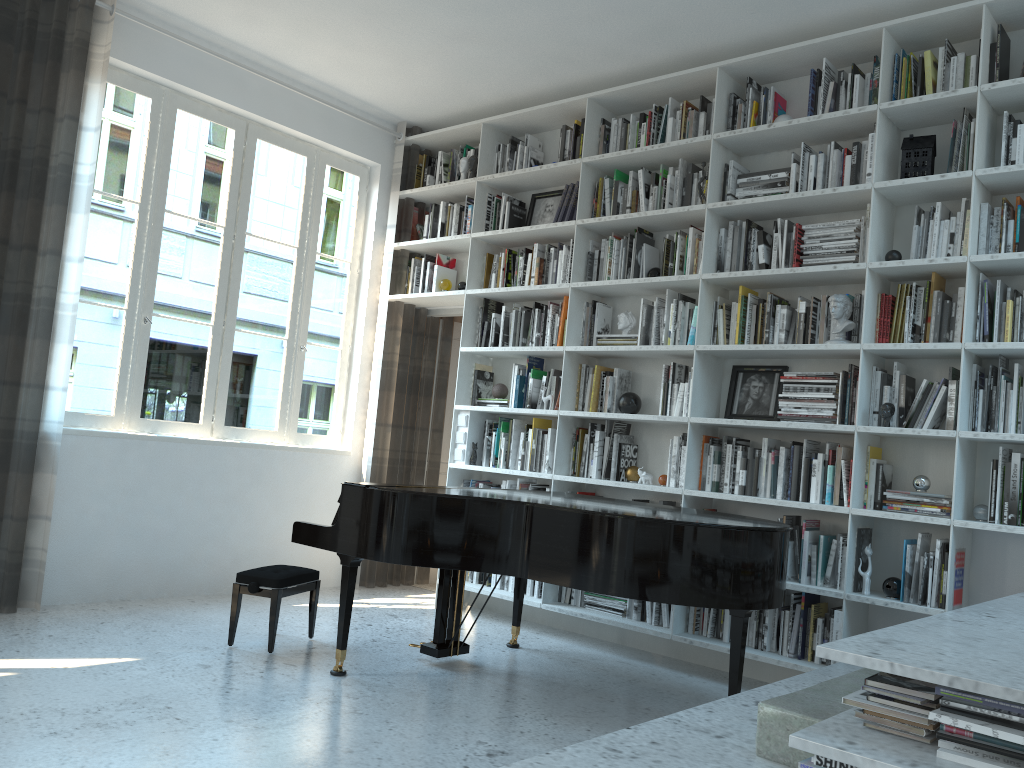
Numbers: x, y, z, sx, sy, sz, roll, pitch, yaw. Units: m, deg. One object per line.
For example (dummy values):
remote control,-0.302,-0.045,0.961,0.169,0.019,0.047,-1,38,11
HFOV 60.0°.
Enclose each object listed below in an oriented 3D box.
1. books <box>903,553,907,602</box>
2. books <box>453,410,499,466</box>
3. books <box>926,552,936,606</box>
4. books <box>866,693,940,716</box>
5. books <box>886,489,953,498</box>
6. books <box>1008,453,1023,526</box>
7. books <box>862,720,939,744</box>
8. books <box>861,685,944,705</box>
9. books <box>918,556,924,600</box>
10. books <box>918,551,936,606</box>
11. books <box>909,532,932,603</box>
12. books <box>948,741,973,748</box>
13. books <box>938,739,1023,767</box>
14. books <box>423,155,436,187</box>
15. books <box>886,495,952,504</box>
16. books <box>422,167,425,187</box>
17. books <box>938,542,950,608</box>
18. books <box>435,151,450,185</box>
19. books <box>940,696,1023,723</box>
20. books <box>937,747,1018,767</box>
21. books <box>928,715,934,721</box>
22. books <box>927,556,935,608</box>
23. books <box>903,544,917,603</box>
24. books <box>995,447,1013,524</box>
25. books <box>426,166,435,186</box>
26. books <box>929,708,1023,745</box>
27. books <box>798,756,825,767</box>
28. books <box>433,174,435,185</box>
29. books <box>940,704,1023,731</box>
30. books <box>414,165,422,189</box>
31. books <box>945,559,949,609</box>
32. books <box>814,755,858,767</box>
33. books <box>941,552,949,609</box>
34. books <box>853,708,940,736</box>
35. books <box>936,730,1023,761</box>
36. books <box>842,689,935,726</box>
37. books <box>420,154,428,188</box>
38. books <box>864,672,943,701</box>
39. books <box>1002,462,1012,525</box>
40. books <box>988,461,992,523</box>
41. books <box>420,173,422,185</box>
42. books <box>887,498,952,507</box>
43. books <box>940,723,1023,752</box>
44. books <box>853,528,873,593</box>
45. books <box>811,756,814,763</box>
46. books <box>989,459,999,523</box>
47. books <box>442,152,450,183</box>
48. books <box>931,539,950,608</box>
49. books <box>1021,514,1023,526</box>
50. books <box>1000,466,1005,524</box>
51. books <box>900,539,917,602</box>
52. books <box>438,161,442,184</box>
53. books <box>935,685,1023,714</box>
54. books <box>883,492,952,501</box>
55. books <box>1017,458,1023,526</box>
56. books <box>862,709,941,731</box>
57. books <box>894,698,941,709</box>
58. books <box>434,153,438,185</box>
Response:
books,1.730,0.825,3.842,0.012,0.228,0.129,2,-5,41
books,-0.227,0.350,5.672,0.106,0.340,0.307,2,-5,41
books,1.798,0.827,3.771,0.012,0.225,0.149,2,-5,41
books,0.931,0.723,2.045,0.137,0.012,0.242,1,-6,42
books,1.793,0.481,3.867,0.161,0.012,0.254,9,-6,-40
books,2.097,0.437,3.664,0.030,0.294,0.189,2,-5,41
books,0.924,0.781,2.042,0.144,0.009,0.250,2,-6,41
books,0.929,0.702,2.049,0.132,0.009,0.269,1,-6,45
books,1.773,0.839,3.802,0.013,0.202,0.139,2,-5,41
books,1.773,0.825,3.771,0.026,0.224,0.175,2,-5,41
books,1.762,0.790,3.821,0.032,0.300,0.149,2,-5,41
books,1.027,0.750,1.840,0.207,0.012,0.131,2,-5,37
books,1.023,0.761,1.835,0.227,0.013,0.148,2,-6,39
books,-0.543,-1.450,6.244,0.025,0.269,0.177,2,-5,41
books,1.789,0.505,3.864,0.254,0.012,0.161,2,-6,41
books,-0.562,-1.413,6.262,0.024,0.194,0.167,2,-5,41
books,1.842,0.807,3.751,0.015,0.270,0.157,2,-5,41
books,-0.447,-1.453,6.172,0.028,0.283,0.189,2,-5,41
books,1.025,0.671,1.834,0.228,0.009,0.159,2,-5,37
books,1.012,0.773,1.823,0.216,0.015,0.178,2,-6,39
books,1.024,0.714,1.834,0.260,0.009,0.153,1,-6,44
books,1.795,0.832,3.751,0.011,0.212,0.178,2,-5,41
books,1.729,0.815,3.820,0.014,0.245,0.176,2,-5,41
books,2.055,0.425,3.703,0.010,0.316,0.187,2,-5,41
books,-0.526,-1.408,6.225,0.028,0.186,0.182,2,-5,41
books,1.011,0.699,1.819,0.190,0.015,0.230,10,-6,-44
books,0.777,0.833,1.868,0.292,0.012,0.159,1,-6,44
books,-0.488,-1.409,6.224,0.031,0.195,0.145,2,-5,41
books,1.029,0.686,1.839,0.221,0.018,0.154,1,-6,42
books,-0.624,-1.427,6.311,0.014,0.219,0.188,2,-5,41
books,1.858,0.840,3.731,0.012,0.206,0.161,2,-5,41
books,0.779,0.804,1.868,0.233,0.025,0.157,2,-5,36
books,1.841,0.825,3.731,0.013,0.233,0.149,2,-5,41
books,0.914,0.769,2.053,0.161,0.014,0.212,1,-6,45
books,1.013,0.735,1.823,0.215,0.013,0.189,2,-6,40
books,0.911,0.735,2.060,0.184,0.014,0.297,2,-6,40
books,-0.574,-1.459,6.275,0.014,0.285,0.175,2,-5,41
books,0.928,0.691,2.052,0.149,0.014,0.228,2,-6,39
books,2.076,0.456,3.681,0.023,0.256,0.178,2,-5,41
books,2.038,0.458,3.738,0.012,0.254,0.161,2,-5,41
books,-0.585,-1.427,6.292,0.023,0.223,0.151,2,-5,41
books,1.796,0.518,3.871,0.161,0.012,0.254,10,-6,-44
books,1.021,0.724,1.831,0.210,0.012,0.168,1,-6,42
books,1.589,0.796,4.015,0.012,0.285,0.159,2,-5,41
books,0.786,0.823,1.878,0.257,0.010,0.132,1,-6,45
books,2.039,0.452,3.712,0.023,0.262,0.186,2,-5,41
books,-0.411,-1.444,6.118,0.057,0.262,0.191,2,-5,41
books,1.815,0.797,3.748,0.021,0.284,0.172,2,-5,41
books,2.147,0.472,3.636,0.065,0.231,0.162,2,-5,41
books,2.077,0.466,3.712,0.015,0.240,0.152,2,-5,41
books,1.719,0.806,3.842,0.005,0.264,0.162,2,-5,41
books,-0.436,-1.416,6.143,0.030,0.206,0.175,2,-5,41
books,1.040,0.662,1.850,0.261,0.016,0.129,2,-6,40
books,1.797,0.494,3.871,0.285,0.012,0.159,1,-6,45
books,2.117,0.447,3.658,0.010,0.277,0.174,2,-5,41
books,0.920,0.755,2.050,0.152,0.015,0.208,2,-6,38
books,0.948,0.712,2.031,0.091,0.011,0.190,2,-6,39
books,-0.479,-1.453,6.201,0.010,0.281,0.160,2,-5,41
